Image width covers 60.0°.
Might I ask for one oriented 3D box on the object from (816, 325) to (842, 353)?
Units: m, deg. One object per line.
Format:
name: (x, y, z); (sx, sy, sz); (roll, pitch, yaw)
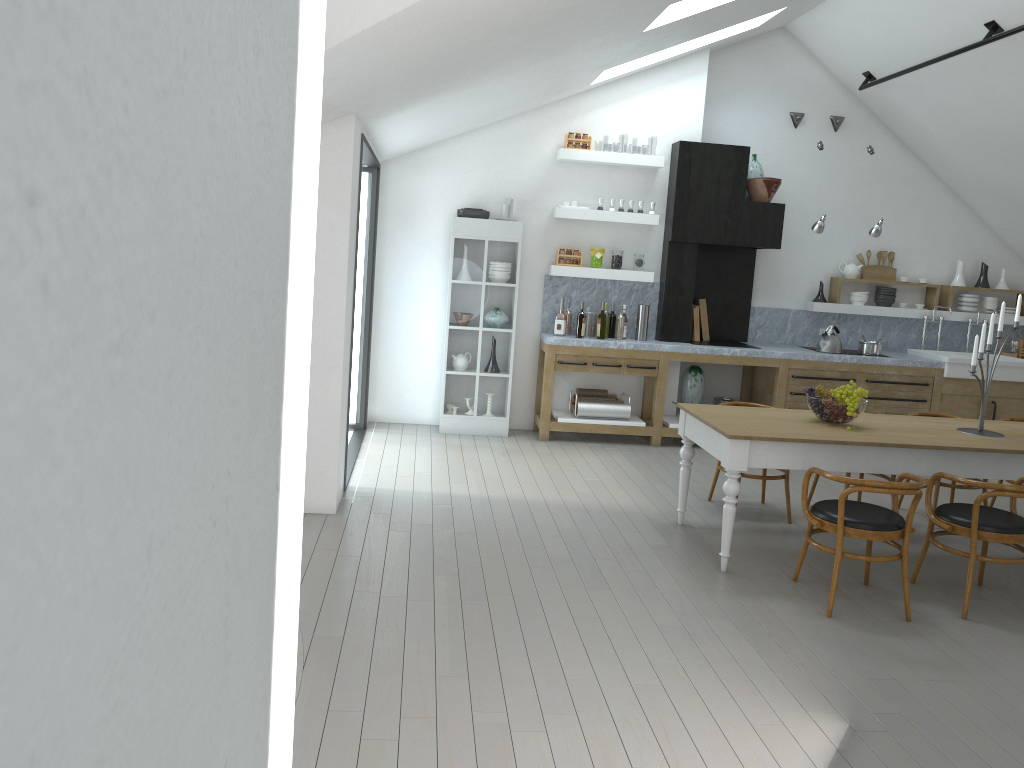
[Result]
object: (3.119, -0.448, 8.684); (0.246, 0.267, 0.247); (5, 7, 4)

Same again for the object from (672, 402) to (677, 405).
object: (1.717, 0.285, 8.555); (0.223, 0.163, 0.380); (2, 8, -16)

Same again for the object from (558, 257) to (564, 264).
object: (0.469, -1.171, 8.408); (0.059, 0.075, 0.059); (6, 8, 17)

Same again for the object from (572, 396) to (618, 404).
object: (0.793, 0.162, 8.494); (0.435, 0.079, 0.115); (3, 8, -8)

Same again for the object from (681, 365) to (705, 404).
object: (1.821, 0.062, 8.923); (0.231, 0.496, 0.231); (9, 8, 35)

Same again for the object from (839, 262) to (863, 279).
object: (3.499, -1.175, 9.162); (0.168, 0.168, 0.175); (1, 8, -22)

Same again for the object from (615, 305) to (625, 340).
object: (1.023, -0.580, 8.377); (0.085, 0.330, 0.086); (4, 7, 3)

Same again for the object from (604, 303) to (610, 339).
object: (0.879, -0.597, 8.382); (0.092, 0.338, 0.092); (6, 7, 12)

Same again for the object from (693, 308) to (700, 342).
object: (1.829, -0.583, 8.775); (0.081, 0.335, 0.149); (2, 7, -16)

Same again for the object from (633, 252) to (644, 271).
object: (1.213, -1.167, 8.465); (0.103, 0.177, 0.208); (6, 8, 16)

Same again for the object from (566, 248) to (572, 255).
object: (0.542, -1.252, 8.405); (0.059, 0.075, 0.059); (6, 8, 17)

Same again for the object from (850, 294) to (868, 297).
object: (3.590, -0.895, 9.176); (0.181, 0.069, 0.182); (6, 8, 11)

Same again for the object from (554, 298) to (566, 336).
object: (0.459, -0.626, 8.311); (0.088, 0.358, 0.086); (6, 7, 16)

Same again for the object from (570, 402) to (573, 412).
object: (0.790, 0.231, 8.520); (0.455, 0.089, 0.091); (3, 8, -8)

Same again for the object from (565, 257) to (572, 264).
object: (0.536, -1.167, 8.415); (0.059, 0.075, 0.059); (6, 8, 17)

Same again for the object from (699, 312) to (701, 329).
object: (1.864, -0.586, 9.028); (0.105, 0.295, 0.110); (0, 8, -31)

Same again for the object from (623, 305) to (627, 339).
object: (1.063, -0.594, 8.480); (0.081, 0.328, 0.081); (7, 7, 21)

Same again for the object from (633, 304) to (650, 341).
object: (1.226, -0.584, 8.435); (0.164, 0.338, 0.114); (4, 7, -3)

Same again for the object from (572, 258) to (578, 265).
object: (0.602, -1.163, 8.422); (0.059, 0.075, 0.059); (6, 8, 17)

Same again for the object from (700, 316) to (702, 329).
object: (1.946, -0.569, 9.018); (0.113, 0.251, 0.057); (4, 7, -3)

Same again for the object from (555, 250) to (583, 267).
object: (0.539, -1.190, 8.411); (0.237, 0.145, 0.121); (3, 7, -6)

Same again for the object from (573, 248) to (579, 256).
object: (0.608, -1.248, 8.412); (0.059, 0.075, 0.059); (6, 8, 17)

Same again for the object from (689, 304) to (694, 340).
object: (1.767, -0.615, 8.841); (0.068, 0.366, 0.131); (5, 7, 8)

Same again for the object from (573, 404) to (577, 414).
object: (0.820, 0.246, 8.440); (0.479, 0.083, 0.094); (3, 8, -8)

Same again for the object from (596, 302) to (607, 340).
object: (0.840, -0.588, 8.269); (0.092, 0.357, 0.093); (9, 8, 38)

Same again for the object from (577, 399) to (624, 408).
object: (0.830, 0.194, 8.319); (0.437, 0.093, 0.093); (3, 8, -8)

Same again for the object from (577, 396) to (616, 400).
object: (0.796, 0.165, 8.391); (0.362, 0.086, 0.101); (3, 8, -8)

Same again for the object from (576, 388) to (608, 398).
object: (0.759, 0.097, 8.437); (0.292, 0.102, 0.104); (3, 8, -8)

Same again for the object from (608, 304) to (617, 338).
object: (0.956, -0.603, 8.483); (0.085, 0.330, 0.086); (4, 7, 3)

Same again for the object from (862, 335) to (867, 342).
object: (3.509, -0.393, 8.768); (0.051, 0.166, 0.237); (3, 8, -11)

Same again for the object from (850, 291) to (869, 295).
object: (3.594, -0.924, 9.173); (0.181, 0.076, 0.181); (9, 9, 31)

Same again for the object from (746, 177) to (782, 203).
object: (2.398, -1.854, 8.530); (0.348, 0.236, 0.367); (6, 8, 11)

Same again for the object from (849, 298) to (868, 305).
object: (3.585, -0.850, 9.181); (0.181, 0.063, 0.181); (6, 8, 16)

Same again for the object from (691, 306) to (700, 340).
object: (1.835, -0.604, 8.894); (0.072, 0.365, 0.130); (6, 7, 12)

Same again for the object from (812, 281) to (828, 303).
object: (3.189, -0.954, 9.150); (0.156, 0.218, 0.156); (1, 8, -24)

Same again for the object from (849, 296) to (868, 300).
object: (3.586, -0.872, 9.179); (0.181, 0.065, 0.181); (9, 9, 31)

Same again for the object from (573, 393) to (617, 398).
object: (0.804, 0.128, 8.569); (0.422, 0.072, 0.071); (3, 7, -8)

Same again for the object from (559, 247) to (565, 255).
object: (0.475, -1.256, 8.398); (0.059, 0.075, 0.059); (6, 8, 17)

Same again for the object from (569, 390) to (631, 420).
object: (0.833, 0.196, 8.445); (0.527, 0.231, 0.431); (3, 8, -8)

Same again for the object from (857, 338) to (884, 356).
object: (3.590, -0.358, 8.746); (0.394, 0.170, 0.233); (0, 9, -26)

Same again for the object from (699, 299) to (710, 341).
object: (1.938, -0.645, 8.929); (0.148, 0.426, 0.078); (8, 8, 29)

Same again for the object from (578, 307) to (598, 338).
object: (0.717, -0.592, 8.436); (0.184, 0.285, 0.184); (6, 7, 18)

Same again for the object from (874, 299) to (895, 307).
object: (3.866, -0.839, 9.210); (0.205, 0.072, 0.206); (1, 8, -18)

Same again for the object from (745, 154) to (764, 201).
object: (2.393, -2.035, 8.841); (0.231, 0.501, 0.231); (9, 8, 35)

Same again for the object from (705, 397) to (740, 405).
object: (2.114, 0.212, 9.131); (0.456, 0.196, 0.269); (8, 9, 28)

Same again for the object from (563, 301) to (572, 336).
object: (0.526, -0.620, 8.410); (0.085, 0.330, 0.086); (4, 7, 3)

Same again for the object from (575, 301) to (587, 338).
object: (0.643, -0.595, 8.246); (0.092, 0.358, 0.093); (8, 8, 28)
